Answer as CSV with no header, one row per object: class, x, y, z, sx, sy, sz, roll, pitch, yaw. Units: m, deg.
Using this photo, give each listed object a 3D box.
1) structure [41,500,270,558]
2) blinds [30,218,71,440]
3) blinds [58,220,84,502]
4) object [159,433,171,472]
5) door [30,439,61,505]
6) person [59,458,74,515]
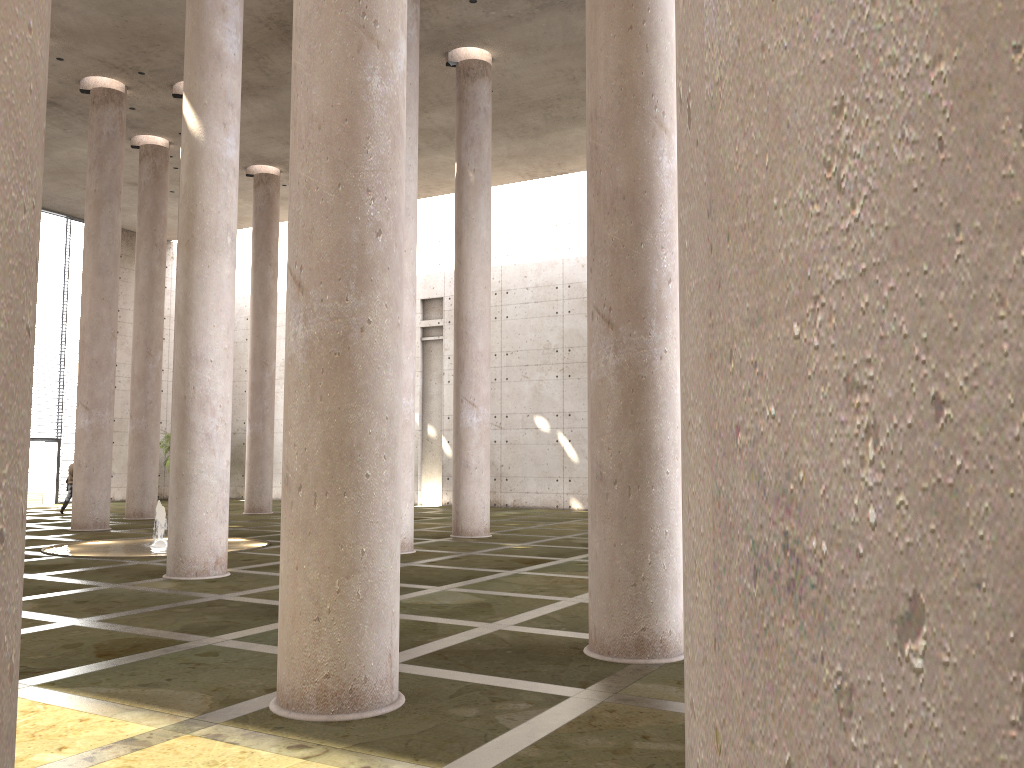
structure,-6.493,2.781,16.411,3.913,1.279,3.916,0,-5,1
blinds,-16.641,-1.970,31.476,0.202,7.905,1.676,-3,-6,29
blinds,-15.834,-0.858,32.973,0.202,10.355,1.676,-3,-6,29
object,-12.561,3.028,34.531,2.483,3.247,2.333,-3,-6,32
door,-16.740,3.059,30.878,0.761,2.300,2.132,-1,-5,9
person,-12.583,2.881,25.386,0.789,1.752,0.001,-1,-5,9
